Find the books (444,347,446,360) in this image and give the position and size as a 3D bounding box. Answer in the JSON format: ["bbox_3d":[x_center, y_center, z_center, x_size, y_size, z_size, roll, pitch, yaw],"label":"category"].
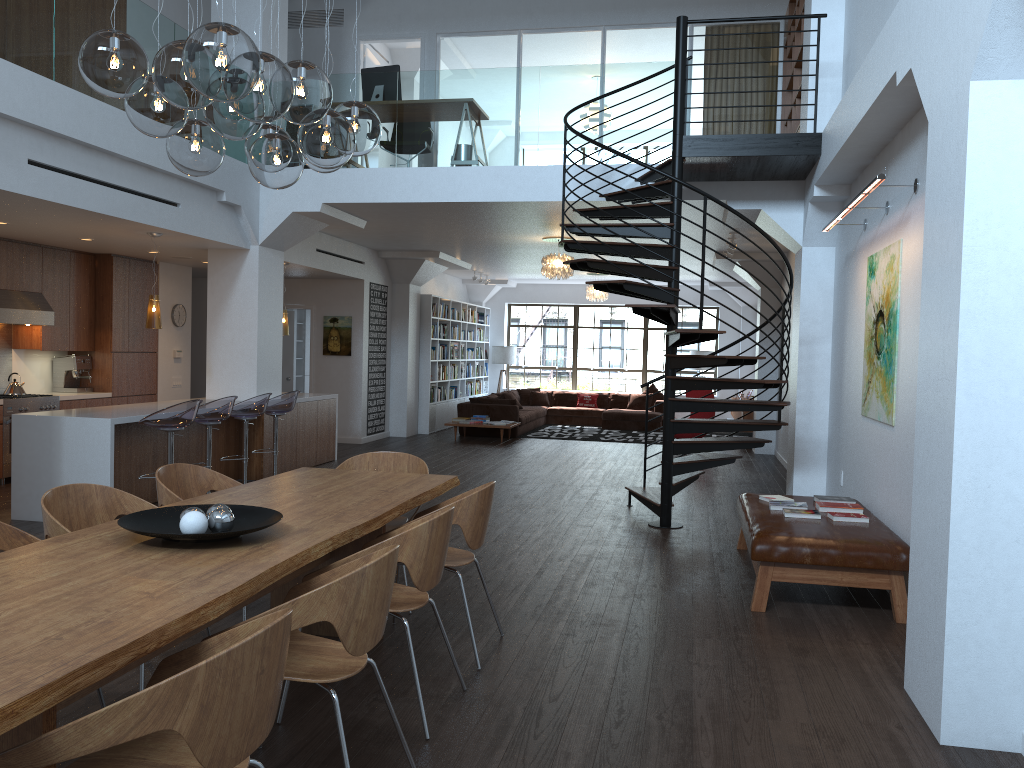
[{"bbox_3d":[-1.300,-0.568,16.314,0.174,0.239,0.045,2,2,11],"label":"books"}]

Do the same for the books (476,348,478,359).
[{"bbox_3d":[-0.818,-0.644,18.694,0.174,0.240,0.054,2,2,11],"label":"books"}]

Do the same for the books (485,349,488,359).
[{"bbox_3d":[-0.636,-0.660,19.592,0.182,0.215,0.188,2,2,11],"label":"books"}]

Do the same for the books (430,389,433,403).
[{"bbox_3d":[-1.485,0.207,15.540,0.174,0.240,0.054,2,2,11],"label":"books"}]

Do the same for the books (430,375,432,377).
[{"bbox_3d":[-1.508,-0.137,15.547,0.174,0.032,0.254,2,2,6],"label":"books"}]

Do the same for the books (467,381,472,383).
[{"bbox_3d":[-0.913,0.091,18.380,0.176,0.290,0.036,2,2,11],"label":"books"}]

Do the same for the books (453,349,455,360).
[{"bbox_3d":[-1.174,-0.572,16.945,0.161,0.207,0.135,2,2,11],"label":"books"}]

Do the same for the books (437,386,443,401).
[{"bbox_3d":[-1.356,0.175,16.234,0.180,0.259,0.042,2,2,11],"label":"books"}]

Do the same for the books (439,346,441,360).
[{"bbox_3d":[-1.373,-0.558,15.972,0.174,0.239,0.045,2,2,11],"label":"books"}]

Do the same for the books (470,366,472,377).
[{"bbox_3d":[-0.915,-0.260,18.286,0.174,0.242,0.105,2,2,11],"label":"books"}]

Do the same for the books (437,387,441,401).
[{"bbox_3d":[-1.385,0.181,16.084,0.183,0.253,0.042,2,2,11],"label":"books"}]

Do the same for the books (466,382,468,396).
[{"bbox_3d":[-0.994,0.106,18.006,0.198,0.284,0.066,2,2,11],"label":"books"}]

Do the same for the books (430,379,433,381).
[{"bbox_3d":[-1.507,-0.070,15.554,0.197,0.035,0.284,2,2,1],"label":"books"}]

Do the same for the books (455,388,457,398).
[{"bbox_3d":[-1.149,0.173,17.199,0.146,0.202,0.027,2,2,11],"label":"books"}]

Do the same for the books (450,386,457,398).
[{"bbox_3d":[-1.136,0.155,17.283,0.140,0.231,0.042,2,2,11],"label":"books"}]

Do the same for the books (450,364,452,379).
[{"bbox_3d":[-1.228,-0.235,16.754,0.176,0.290,0.053,2,2,11],"label":"books"}]

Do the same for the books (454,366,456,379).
[{"bbox_3d":[-1.174,-0.224,16.986,0.183,0.253,0.034,2,2,11],"label":"books"}]

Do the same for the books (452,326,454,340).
[{"bbox_3d":[-1.191,-0.969,16.794,0.182,0.253,0.034,2,2,11],"label":"books"}]

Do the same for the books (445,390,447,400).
[{"bbox_3d":[-1.298,0.195,16.461,0.161,0.207,0.135,2,2,11],"label":"books"}]

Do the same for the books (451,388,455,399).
[{"bbox_3d":[-1.175,0.176,17.093,0.146,0.202,0.027,2,2,11],"label":"books"}]

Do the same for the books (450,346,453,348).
[{"bbox_3d":[-1.208,-0.592,16.827,0.183,0.253,0.042,2,2,11],"label":"books"}]

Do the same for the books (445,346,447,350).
[{"bbox_3d":[-1.299,-0.577,16.354,0.182,0.253,0.034,2,2,11],"label":"books"}]

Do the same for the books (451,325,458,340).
[{"bbox_3d":[-1.133,-0.998,17.114,0.176,0.290,0.053,2,2,11],"label":"books"}]

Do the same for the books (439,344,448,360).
[{"bbox_3d":[-1.279,-0.598,16.448,0.176,0.294,0.102,2,2,11],"label":"books"}]

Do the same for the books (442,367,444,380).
[{"bbox_3d":[-1.333,-0.197,16.249,0.171,0.246,0.057,2,2,11],"label":"books"}]

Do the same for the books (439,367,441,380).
[{"bbox_3d":[-1.378,-0.191,16.045,0.171,0.246,0.057,2,2,11],"label":"books"}]

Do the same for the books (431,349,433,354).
[{"bbox_3d":[-1.460,-0.515,15.523,0.134,0.184,0.030,2,2,11],"label":"books"}]

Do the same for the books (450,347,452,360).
[{"bbox_3d":[-1.221,-0.582,16.716,0.174,0.240,0.054,2,2,11],"label":"books"}]

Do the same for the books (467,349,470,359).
[{"bbox_3d":[-0.935,-0.608,18.095,0.140,0.206,0.042,2,2,11],"label":"books"}]

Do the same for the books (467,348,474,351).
[{"bbox_3d":[-0.860,-0.632,18.456,0.140,0.231,0.042,2,2,11],"label":"books"}]

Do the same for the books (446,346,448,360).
[{"bbox_3d":[-1.282,-0.577,16.385,0.182,0.253,0.034,2,2,11],"label":"books"}]

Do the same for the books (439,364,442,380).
[{"bbox_3d":[-1.364,-0.216,16.126,0.176,0.290,0.053,2,2,11],"label":"books"}]

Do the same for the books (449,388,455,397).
[{"bbox_3d":[-1.176,0.183,17.060,0.139,0.191,0.036,2,2,11],"label":"books"}]

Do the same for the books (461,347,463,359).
[{"bbox_3d":[-1.065,-0.612,17.480,0.174,0.251,0.051,2,2,11],"label":"books"}]

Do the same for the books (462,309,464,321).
[{"bbox_3d":[-1.050,-1.352,17.462,0.174,0.236,0.136,2,2,11],"label":"books"}]

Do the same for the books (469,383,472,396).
[{"bbox_3d":[-0.911,0.111,18.345,0.183,0.253,0.034,2,2,11],"label":"books"}]

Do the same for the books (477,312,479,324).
[{"bbox_3d":[-0.797,-1.405,18.779,0.183,0.253,0.042,2,2,11],"label":"books"}]

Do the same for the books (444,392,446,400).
[{"bbox_3d":[-1.316,0.182,16.406,0.174,0.236,0.142,2,2,11],"label":"books"}]

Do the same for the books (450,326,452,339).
[{"bbox_3d":[-1.220,-0.963,16.623,0.182,0.253,0.034,2,2,11],"label":"books"}]

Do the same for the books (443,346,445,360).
[{"bbox_3d":[-1.322,-0.572,16.216,0.182,0.253,0.034,2,2,11],"label":"books"}]

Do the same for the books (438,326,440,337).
[{"bbox_3d":[-1.393,-0.930,15.866,0.174,0.236,0.142,2,2,12],"label":"books"}]

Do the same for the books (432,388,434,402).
[{"bbox_3d":[-1.473,0.197,15.652,0.183,0.253,0.042,2,2,11],"label":"books"}]

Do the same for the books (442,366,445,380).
[{"bbox_3d":[-1.319,-0.204,16.330,0.183,0.253,0.034,2,2,11],"label":"books"}]

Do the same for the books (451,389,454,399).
[{"bbox_3d":[-1.180,0.190,17.032,0.128,0.178,0.021,2,2,11],"label":"books"}]

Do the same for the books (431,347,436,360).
[{"bbox_3d":[-1.420,-0.544,15.704,0.140,0.231,0.042,2,2,11],"label":"books"}]

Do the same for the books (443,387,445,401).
[{"bbox_3d":[-1.333,0.175,16.317,0.183,0.253,0.042,2,2,11],"label":"books"}]

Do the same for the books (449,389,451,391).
[{"bbox_3d":[-1.236,0.194,16.810,0.134,0.184,0.030,2,2,11],"label":"books"}]

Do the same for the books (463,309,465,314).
[{"bbox_3d":[-1.026,-1.364,17.595,0.160,0.251,0.031,2,2,11],"label":"books"}]

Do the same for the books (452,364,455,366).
[{"bbox_3d":[-1.176,-0.244,17.022,0.176,0.290,0.036,2,2,11],"label":"books"}]
